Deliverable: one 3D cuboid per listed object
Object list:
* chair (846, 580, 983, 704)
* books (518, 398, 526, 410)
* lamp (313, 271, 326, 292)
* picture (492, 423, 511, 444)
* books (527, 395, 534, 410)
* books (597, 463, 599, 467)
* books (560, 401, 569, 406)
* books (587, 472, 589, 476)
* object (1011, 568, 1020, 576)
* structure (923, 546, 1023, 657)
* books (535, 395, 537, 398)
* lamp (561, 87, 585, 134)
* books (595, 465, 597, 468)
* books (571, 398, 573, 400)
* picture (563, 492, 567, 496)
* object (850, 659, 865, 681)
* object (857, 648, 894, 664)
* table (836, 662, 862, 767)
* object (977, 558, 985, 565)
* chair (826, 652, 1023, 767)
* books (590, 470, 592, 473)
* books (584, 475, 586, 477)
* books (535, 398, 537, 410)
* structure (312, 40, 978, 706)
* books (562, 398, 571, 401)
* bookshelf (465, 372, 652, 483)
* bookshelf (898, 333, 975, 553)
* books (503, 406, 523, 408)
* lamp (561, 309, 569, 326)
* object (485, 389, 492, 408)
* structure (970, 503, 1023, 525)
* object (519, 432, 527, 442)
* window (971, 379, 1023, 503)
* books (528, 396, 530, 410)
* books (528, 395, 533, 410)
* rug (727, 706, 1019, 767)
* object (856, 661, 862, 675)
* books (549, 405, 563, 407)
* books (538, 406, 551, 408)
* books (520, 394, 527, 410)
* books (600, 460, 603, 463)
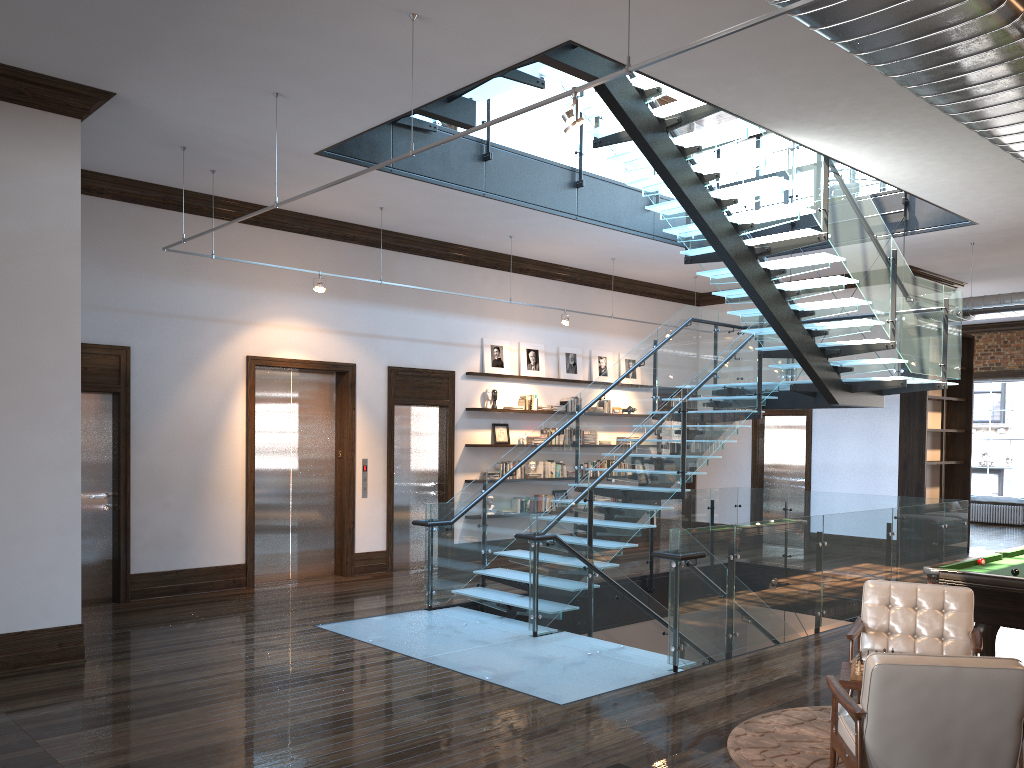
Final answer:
[{"bbox_3d":[2.546,1.732,5.618,0.768,0.866,0.742,0,-1,28],"label":"chair"},{"bbox_3d":[0.141,0.295,13.063,0.050,0.176,0.128,0,0,-43],"label":"books"},{"bbox_3d":[-2.088,-1.103,9.623,0.114,0.230,0.113,1,1,27],"label":"lamp"},{"bbox_3d":[-0.154,0.723,12.856,0.300,0.300,0.077,2,0,-43],"label":"picture"},{"bbox_3d":[0.266,0.275,13.158,0.025,0.229,0.133,-1,1,-43],"label":"books"},{"bbox_3d":[1.343,1.364,14.199,0.014,0.225,0.142,-1,1,-43],"label":"books"},{"bbox_3d":[0.800,0.344,13.640,0.037,0.161,0.167,0,0,-43],"label":"books"},{"bbox_3d":[1.142,1.352,13.979,0.012,0.217,0.164,-1,1,-43],"label":"books"},{"bbox_3d":[3.793,1.418,6.685,0.057,0.057,0.057,1,-1,-38],"label":"object"},{"bbox_3d":[4.712,1.858,7.209,2.958,0.852,1.553,3,-4,-43],"label":"structure"},{"bbox_3d":[0.329,0.279,13.236,0.014,0.233,0.119,-1,1,-43],"label":"books"},{"bbox_3d":[0.315,-1.384,4.496,0.113,0.230,0.114,1,1,37],"label":"lamp"},{"bbox_3d":[1.307,1.355,14.152,0.014,0.235,0.135,-1,1,-43],"label":"books"},{"bbox_3d":[0.886,0.325,13.734,0.023,0.211,0.153,-1,1,-43],"label":"books"},{"bbox_3d":[0.751,1.794,13.724,0.300,0.300,0.077,2,0,-43],"label":"picture"},{"bbox_3d":[2.099,1.612,4.942,0.388,0.028,0.388,-1,-4,22],"label":"object"},{"bbox_3d":[2.149,1.558,5.060,0.334,0.101,0.075,-1,-1,22],"label":"object"},{"bbox_3d":[2.087,1.869,4.947,0.516,0.495,0.463,0,-1,22],"label":"table"},{"bbox_3d":[3.827,1.451,7.232,0.057,0.057,0.057,1,-1,4],"label":"object"},{"bbox_3d":[1.929,1.638,4.182,0.768,0.866,0.742,1,-1,8],"label":"chair"},{"bbox_3d":[1.214,1.378,14.075,0.035,0.178,0.131,-1,1,-43],"label":"books"},{"bbox_3d":[1.101,1.359,13.951,0.029,0.198,0.163,-1,0,-43],"label":"books"},{"bbox_3d":[0.316,0.305,13.214,0.035,0.178,0.131,-1,1,-43],"label":"books"},{"bbox_3d":[1.835,0.619,9.462,7.046,14.511,3.571,0,1,-43],"label":"structure"},{"bbox_3d":[0.840,0.323,13.678,0.022,0.208,0.156,-1,1,-43],"label":"books"},{"bbox_3d":[0.911,0.960,13.757,4.078,2.058,0.200,3,0,-43],"label":"bookshelf"},{"bbox_3d":[6.650,0.948,13.885,1.783,3.521,0.400,0,1,-43],"label":"bookshelf"},{"bbox_3d":[0.016,0.336,12.944,0.255,0.011,0.142,4,-5,-44],"label":"books"},{"bbox_3d":[0.731,-0.915,12.210,0.114,0.230,0.113,1,0,2],"label":"lamp"},{"bbox_3d":[-0.338,0.213,12.629,0.098,0.288,0.098,1,1,0],"label":"object"},{"bbox_3d":[10.572,2.847,19.481,0.216,0.395,1.301,0,-2,-43],"label":"structure"},{"bbox_3d":[0.169,0.800,13.124,0.122,0.187,0.059,1,1,-7],"label":"object"},{"bbox_3d":[10.796,1.261,19.631,0.155,2.756,1.519,-1,1,-43],"label":"window"},{"bbox_3d":[0.203,0.286,13.090,0.029,0.198,0.163,-1,0,-43],"label":"books"},{"bbox_3d":[0.244,0.279,13.117,0.012,0.217,0.164,-1,1,-43],"label":"books"},{"bbox_3d":[2.221,2.109,4.979,1.972,0.015,1.970,4,-5,-41],"label":"rug"},{"bbox_3d":[2.050,1.542,4.821,0.334,0.101,0.075,-1,-1,22],"label":"object"},{"bbox_3d":[0.673,0.337,13.539,0.257,0.011,0.142,3,-4,-38],"label":"books"},{"bbox_3d":[0.466,0.346,13.353,0.195,0.013,0.152,4,-5,-42],"label":"books"},{"bbox_3d":[0.171,0.269,13.078,0.014,0.229,0.142,-1,1,-43],"label":"books"},{"bbox_3d":[1.409,1.350,14.242,0.035,0.259,0.128,-1,1,-43],"label":"books"}]
